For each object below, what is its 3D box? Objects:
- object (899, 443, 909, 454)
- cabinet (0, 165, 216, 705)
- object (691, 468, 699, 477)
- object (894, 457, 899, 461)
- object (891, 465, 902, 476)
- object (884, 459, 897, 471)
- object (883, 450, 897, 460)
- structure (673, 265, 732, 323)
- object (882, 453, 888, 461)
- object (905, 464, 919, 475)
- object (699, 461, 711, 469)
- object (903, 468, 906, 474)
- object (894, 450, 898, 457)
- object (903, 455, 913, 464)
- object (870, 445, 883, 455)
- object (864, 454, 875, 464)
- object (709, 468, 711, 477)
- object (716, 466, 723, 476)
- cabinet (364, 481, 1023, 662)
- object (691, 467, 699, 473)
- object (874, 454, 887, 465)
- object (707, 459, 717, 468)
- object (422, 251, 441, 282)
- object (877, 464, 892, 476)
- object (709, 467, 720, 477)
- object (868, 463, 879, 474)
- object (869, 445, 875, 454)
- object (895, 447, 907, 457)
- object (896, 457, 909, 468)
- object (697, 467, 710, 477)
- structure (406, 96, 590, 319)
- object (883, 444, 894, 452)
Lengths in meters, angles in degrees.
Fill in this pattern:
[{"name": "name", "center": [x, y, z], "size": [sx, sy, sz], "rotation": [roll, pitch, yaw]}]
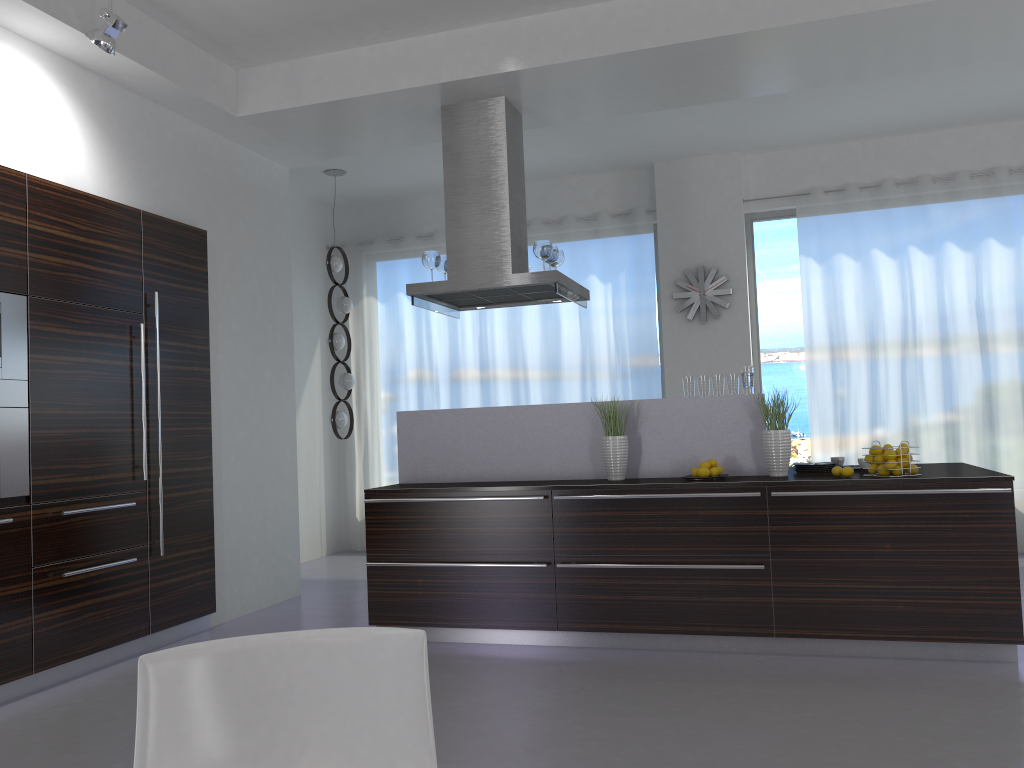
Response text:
[{"name": "object", "center": [1.951, 0.324, 4.415], "size": [0.050, 0.060, 0.059], "rotation": [-3, -3, 17]}, {"name": "cabinet", "center": [-2.695, 0.224, 3.941], "size": [0.669, 2.500, 3.600], "rotation": [-3, -3, 17]}, {"name": "object", "center": [0.989, 0.476, 4.728], "size": [0.063, 0.051, 0.053], "rotation": [-3, -3, 21]}, {"name": "object", "center": [1.895, 0.385, 4.377], "size": [0.051, 0.053, 0.062], "rotation": [-4, -3, 25]}, {"name": "object", "center": [1.886, 0.423, 4.343], "size": [0.051, 0.053, 0.063], "rotation": [-4, -3, 25]}, {"name": "object", "center": [1.848, 0.395, 4.326], "size": [0.061, 0.054, 0.052], "rotation": [-2, -3, -6]}, {"name": "object", "center": [1.855, 0.350, 4.354], "size": [0.061, 0.052, 0.053], "rotation": [-4, -3, 30]}, {"name": "structure", "center": [1.667, -0.789, 7.762], "size": [0.505, 0.505, 0.076], "rotation": [-3, -3, 17]}, {"name": "object", "center": [1.860, 0.373, 4.446], "size": [0.064, 0.053, 0.051], "rotation": [-3, -3, 20]}, {"name": "object", "center": [1.970, 0.420, 4.367], "size": [0.062, 0.052, 0.053], "rotation": [0, -3, -33]}, {"name": "object", "center": [1.027, 0.436, 4.718], "size": [0.061, 0.047, 0.053], "rotation": [-3, -3, 20]}, {"name": "object", "center": [1.930, 0.426, 4.411], "size": [0.061, 0.055, 0.050], "rotation": [-1, -3, -27]}, {"name": "object", "center": [1.917, 0.356, 4.430], "size": [0.055, 0.051, 0.061], "rotation": [-3, -3, 12]}, {"name": "object", "center": [1.955, 0.372, 4.392], "size": [0.061, 0.054, 0.053], "rotation": [-1, -3, -27]}, {"name": "object", "center": [1.815, 0.332, 4.418], "size": [0.053, 0.051, 0.063], "rotation": [-1, -3, -25]}, {"name": "object", "center": [1.803, 0.377, 4.455], "size": [0.053, 0.051, 0.063], "rotation": [-2, -3, -14]}, {"name": "object", "center": [1.048, 0.472, 4.754], "size": [0.057, 0.060, 0.071], "rotation": [-3, -3, 19]}, {"name": "object", "center": [1.100, 0.464, 4.748], "size": [0.063, 0.053, 0.051], "rotation": [-1, -3, -32]}, {"name": "cabinet", "center": [0.935, 0.960, 5.131], "size": [3.285, 0.852, 1.377], "rotation": [-3, -3, 17]}, {"name": "object", "center": [0.997, 0.474, 4.784], "size": [0.052, 0.054, 0.061], "rotation": [-1, -3, -26]}, {"name": "object", "center": [1.829, 0.375, 4.399], "size": [0.062, 0.053, 0.052], "rotation": [-2, -3, -11]}, {"name": "object", "center": [1.071, 0.425, 4.748], "size": [0.053, 0.048, 0.063], "rotation": [-2, -3, -17]}, {"name": "object", "center": [-0.518, -0.739, 5.711], "size": [0.125, 0.221, 0.125], "rotation": [-5, -4, 42]}, {"name": "object", "center": [1.841, 0.425, 4.380], "size": [0.064, 0.063, 0.074], "rotation": [-5, -4, 38]}, {"name": "object", "center": [1.069, 0.467, 4.699], "size": [0.061, 0.054, 0.052], "rotation": [-2, -3, -6]}, {"name": "object", "center": [1.812, 0.423, 4.434], "size": [0.060, 0.057, 0.052], "rotation": [-3, -3, 19]}, {"name": "object", "center": [1.828, 0.338, 4.469], "size": [0.052, 0.060, 0.057], "rotation": [-3, -3, 5]}, {"name": "object", "center": [1.912, 0.336, 4.359], "size": [0.051, 0.053, 0.063], "rotation": [-4, -3, 30]}, {"name": "object", "center": [1.913, 0.386, 4.351], "size": [0.061, 0.055, 0.051], "rotation": [-2, -3, -3]}, {"name": "object", "center": [1.010, 0.468, 4.674], "size": [0.070, 0.058, 0.060], "rotation": [-3, -3, 16]}, {"name": "structure", "center": [-0.084, -1.124, 5.899], "size": [0.981, 1.231, 0.915], "rotation": [-3, -3, 17]}, {"name": "object", "center": [1.874, 0.326, 4.419], "size": [0.051, 0.053, 0.063], "rotation": [-3, -3, 19]}]
